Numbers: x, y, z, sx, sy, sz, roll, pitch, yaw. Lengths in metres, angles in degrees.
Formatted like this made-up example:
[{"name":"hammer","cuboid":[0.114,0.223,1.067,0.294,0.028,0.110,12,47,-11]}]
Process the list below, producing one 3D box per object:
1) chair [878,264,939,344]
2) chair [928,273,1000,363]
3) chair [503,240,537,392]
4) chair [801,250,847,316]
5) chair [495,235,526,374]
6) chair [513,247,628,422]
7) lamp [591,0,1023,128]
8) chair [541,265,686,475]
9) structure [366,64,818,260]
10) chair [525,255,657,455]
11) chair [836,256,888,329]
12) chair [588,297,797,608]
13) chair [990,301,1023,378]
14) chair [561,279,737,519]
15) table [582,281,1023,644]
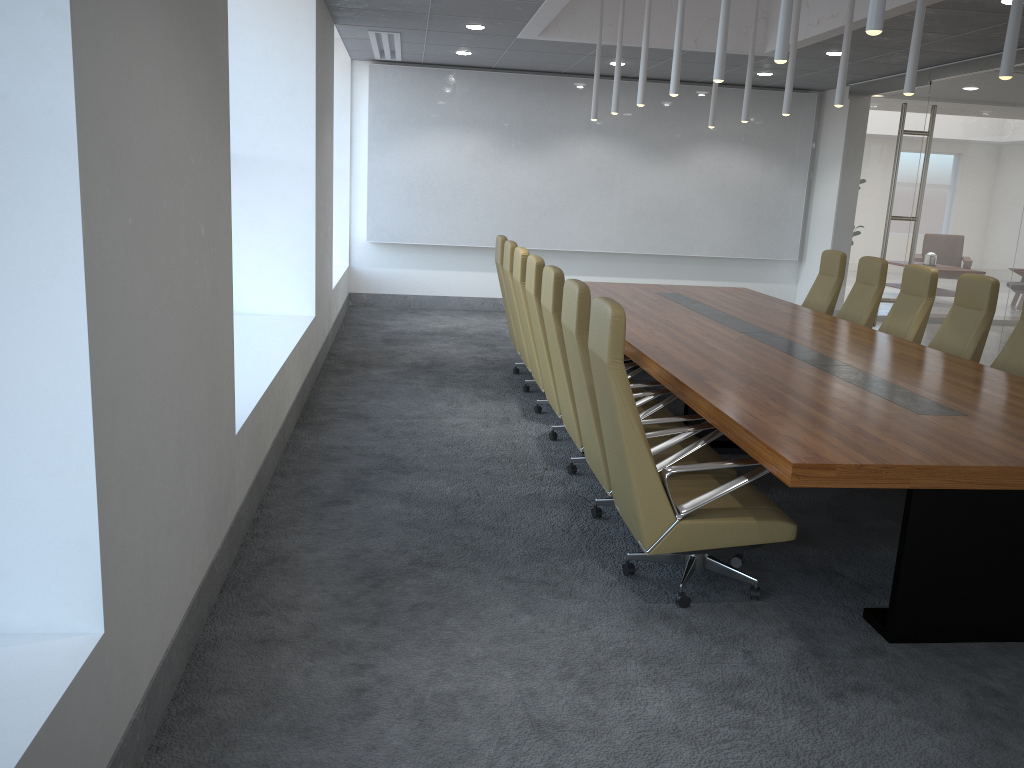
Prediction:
[{"name":"chair","cuboid":[3.064,-0.352,7.741,0.955,1.406,0.711,1,13,-7]},{"name":"chair","cuboid":[3.155,-0.174,6.971,0.955,1.406,0.711,1,13,-7]},{"name":"chair","cuboid":[0.389,-0.593,8.195,0.955,1.406,0.711,1,13,-7]},{"name":"chair","cuboid":[2.879,-0.713,9.298,0.955,1.406,0.711,1,13,-7]},{"name":"chair","cuboid":[0.298,-0.772,8.966,0.955,1.406,0.711,1,13,-7]},{"name":"chair","cuboid":[0.478,-0.419,7.443,0.955,1.406,0.711,1,13,-7]},{"name":"lamp","cuboid":[2.016,-3.229,6.122,2.619,2.378,7.258,1,13,-7]},{"name":"chair","cuboid":[0.664,-0.056,5.877,0.955,1.406,0.711,1,13,-7]},{"name":"structure","cuboid":[1.989,-1.670,6.485,6.600,2.466,13.989,1,13,-7]},{"name":"chair","cuboid":[0.572,-0.237,6.656,0.955,1.406,0.711,1,13,-7]},{"name":"chair","cuboid":[2.971,-0.533,8.524,0.955,1.406,0.711,1,13,-7]},{"name":"chair","cuboid":[0.846,0.301,4.335,0.955,1.406,0.711,1,13,-7]},{"name":"chair","cuboid":[3.247,0.006,6.197,0.955,1.406,0.711,1,13,-7]},{"name":"chair","cuboid":[0.756,0.125,5.094,0.955,1.406,0.711,1,13,-7]},{"name":"table","cuboid":[1.846,0.045,6.861,2.300,0.895,6.500,1,13,-7]}]
